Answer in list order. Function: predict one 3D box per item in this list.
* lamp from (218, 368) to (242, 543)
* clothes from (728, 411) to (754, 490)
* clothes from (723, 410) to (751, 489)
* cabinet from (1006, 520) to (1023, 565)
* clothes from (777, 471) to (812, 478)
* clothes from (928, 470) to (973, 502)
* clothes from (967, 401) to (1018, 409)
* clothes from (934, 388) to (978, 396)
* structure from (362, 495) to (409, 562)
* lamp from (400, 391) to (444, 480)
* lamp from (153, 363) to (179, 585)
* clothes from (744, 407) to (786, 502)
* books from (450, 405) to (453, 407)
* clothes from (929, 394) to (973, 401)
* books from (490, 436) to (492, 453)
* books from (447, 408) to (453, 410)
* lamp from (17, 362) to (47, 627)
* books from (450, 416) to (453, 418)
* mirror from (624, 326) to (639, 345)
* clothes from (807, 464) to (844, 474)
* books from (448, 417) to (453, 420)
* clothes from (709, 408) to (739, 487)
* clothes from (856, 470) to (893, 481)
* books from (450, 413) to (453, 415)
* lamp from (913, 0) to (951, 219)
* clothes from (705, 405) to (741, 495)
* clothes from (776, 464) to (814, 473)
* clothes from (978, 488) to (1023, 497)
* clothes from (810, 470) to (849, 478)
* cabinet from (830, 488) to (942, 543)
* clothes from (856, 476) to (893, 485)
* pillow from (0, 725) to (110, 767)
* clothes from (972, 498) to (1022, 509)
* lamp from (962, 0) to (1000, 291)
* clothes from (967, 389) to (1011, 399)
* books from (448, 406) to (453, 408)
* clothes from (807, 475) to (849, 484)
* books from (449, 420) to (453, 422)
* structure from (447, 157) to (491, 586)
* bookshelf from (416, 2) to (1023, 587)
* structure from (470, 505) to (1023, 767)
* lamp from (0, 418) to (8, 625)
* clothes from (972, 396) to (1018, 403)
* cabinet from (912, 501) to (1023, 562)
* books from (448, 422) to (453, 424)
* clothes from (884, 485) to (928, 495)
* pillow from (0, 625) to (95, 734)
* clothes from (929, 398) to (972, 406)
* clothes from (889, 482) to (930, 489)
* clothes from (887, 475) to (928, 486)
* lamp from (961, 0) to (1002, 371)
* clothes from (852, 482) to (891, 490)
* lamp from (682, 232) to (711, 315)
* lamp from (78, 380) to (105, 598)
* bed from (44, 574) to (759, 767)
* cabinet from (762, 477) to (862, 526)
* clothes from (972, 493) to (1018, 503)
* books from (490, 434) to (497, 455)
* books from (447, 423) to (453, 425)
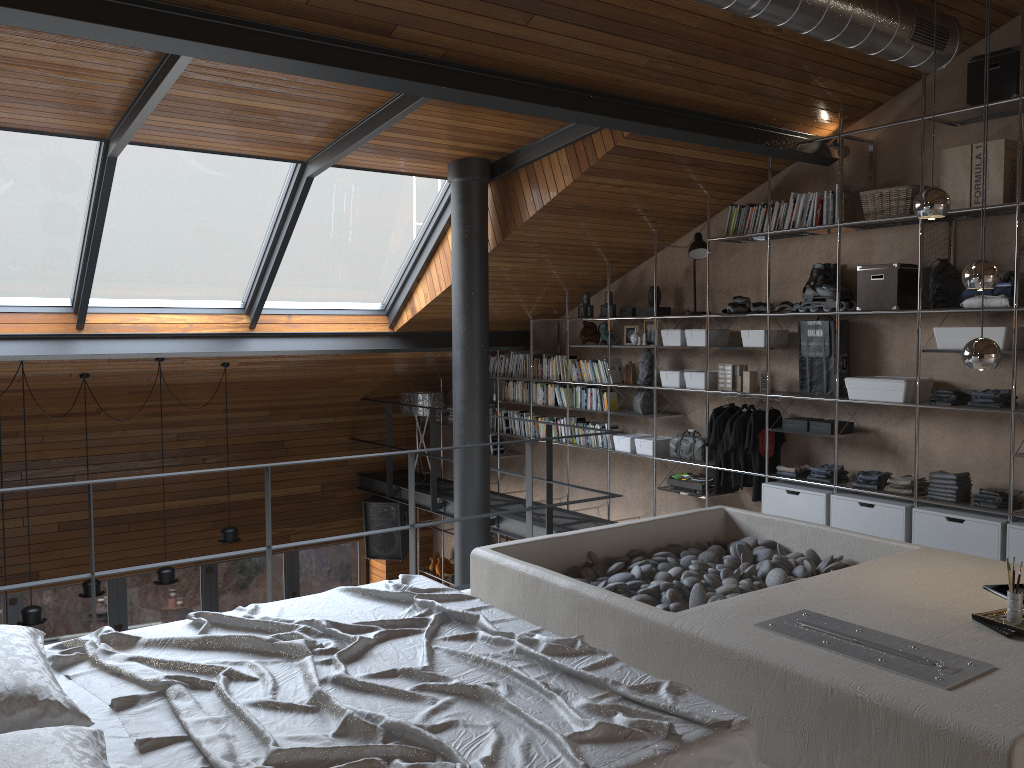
[{"bbox_3d":[-2.558,0.636,7.979,0.210,1.565,0.210,0,3,2],"label":"lamp"},{"bbox_3d":[1.783,0.491,6.652,0.488,0.586,0.074,-3,4,-43],"label":"clothes"},{"bbox_3d":[1.770,0.487,6.724,0.488,0.586,0.074,-3,4,-43],"label":"clothes"},{"bbox_3d":[3.100,1.066,4.892,0.435,0.561,0.527,-3,4,-35],"label":"cabinet"},{"bbox_3d":[2.049,0.632,6.364,0.248,0.043,0.190,-2,4,-27],"label":"clothes"},{"bbox_3d":[2.681,0.620,5.423,0.184,0.172,0.201,-3,4,-34],"label":"clothes"},{"bbox_3d":[2.843,0.111,5.224,0.243,0.045,0.208,-3,4,-36],"label":"clothes"},{"bbox_3d":[2.706,0.050,5.432,0.200,0.052,0.194,-3,4,-35],"label":"clothes"},{"bbox_3d":[-1.412,1.637,10.232,0.461,0.735,0.488,0,3,14],"label":"structure"},{"bbox_3d":[-0.979,0.591,9.666,0.475,1.002,0.475,-1,3,-12],"label":"lamp"},{"bbox_3d":[-2.953,0.732,7.505,0.210,1.911,0.210,0,3,2],"label":"lamp"},{"bbox_3d":[1.878,0.519,6.550,0.424,0.689,0.090,-3,4,-37],"label":"clothes"},{"bbox_3d":[-0.567,0.245,10.012,0.206,0.012,0.161,-3,4,-36],"label":"books"},{"bbox_3d":[2.703,0.080,5.450,0.215,0.047,0.191,-3,4,-36],"label":"clothes"},{"bbox_3d":[-0.168,0.637,9.386,0.131,0.205,0.051,-3,4,-36],"label":"books"},{"bbox_3d":[-0.574,0.278,10.002,0.268,0.025,0.176,-3,4,-36],"label":"books"},{"bbox_3d":[-3.739,0.838,6.840,0.210,2.034,0.210,0,3,2],"label":"lamp"},{"bbox_3d":[-0.559,0.367,9.999,0.234,0.016,0.182,-2,4,-31],"label":"books"},{"bbox_3d":[1.045,-0.423,7.711,0.130,0.168,0.069,1,4,24],"label":"mirror"},{"bbox_3d":[2.187,0.589,6.151,0.200,0.052,0.194,-3,4,-34],"label":"clothes"},{"bbox_3d":[-0.573,0.389,10.008,0.180,0.028,0.240,3,5,44],"label":"books"},{"bbox_3d":[1.674,0.483,6.805,0.488,0.586,0.074,-3,4,-43],"label":"clothes"},{"bbox_3d":[2.403,0.601,5.865,0.204,0.049,0.184,-3,4,-36],"label":"clothes"},{"bbox_3d":[-0.560,0.333,10.012,0.213,0.017,0.167,-3,4,-41],"label":"books"},{"bbox_3d":[1.803,-1.312,3.784,0.146,1.204,0.146,-1,3,-5],"label":"lamp"},{"bbox_3d":[1.663,0.503,6.849,0.424,0.689,0.090,-3,4,-37],"label":"clothes"},{"bbox_3d":[2.038,0.601,6.353,0.221,0.050,0.196,-3,4,-33],"label":"clothes"},{"bbox_3d":[2.874,0.639,5.237,0.200,0.052,0.194,-3,4,-35],"label":"clothes"},{"bbox_3d":[2.190,0.620,6.137,0.215,0.047,0.191,-3,4,-36],"label":"clothes"},{"bbox_3d":[2.443,1.016,5.811,0.435,0.561,0.527,-3,4,-35],"label":"cabinet"},{"bbox_3d":[2.387,0.631,5.859,0.203,0.053,0.198,-2,4,-32],"label":"clothes"},{"bbox_3d":[-0.963,0.847,1.683,0.502,0.176,0.837,-3,4,-35],"label":"pillow"},{"bbox_3d":[2.858,0.694,5.243,0.243,0.045,0.208,-3,4,-36],"label":"clothes"},{"bbox_3d":[2.024,-1.139,3.798,0.146,1.474,0.146,-1,3,-5],"label":"lamp"},{"bbox_3d":[2.827,0.056,5.225,0.200,0.052,0.194,-3,4,-34],"label":"clothes"},{"bbox_3d":[-0.582,0.258,10.007,0.231,0.012,0.159,-2,4,-31],"label":"books"},{"bbox_3d":[2.203,0.645,6.151,0.243,0.045,0.208,-3,4,-36],"label":"clothes"},{"bbox_3d":[-0.571,0.414,10.012,0.222,0.021,0.174,-3,4,-36],"label":"books"},{"bbox_3d":[-0.163,1.152,6.649,1.197,5.700,1.689,-3,4,-36],"label":"structure"},{"bbox_3d":[2.159,0.900,6.284,0.421,6.219,10.739,-3,4,-36],"label":"bookshelf"},{"bbox_3d":[0.205,0.912,3.109,4.614,1.120,2.634,-3,4,-36],"label":"structure"},{"bbox_3d":[-2.895,0.089,5.003,0.210,3.208,0.210,-1,3,-13],"label":"lamp"},{"bbox_3d":[2.830,0.087,5.210,0.215,0.047,0.191,-3,4,-36],"label":"clothes"},{"bbox_3d":[2.776,1.042,5.347,0.435,0.561,0.527,-3,4,-35],"label":"cabinet"},{"bbox_3d":[-0.570,0.433,10.009,0.234,0.016,0.182,-3,4,-41],"label":"books"},{"bbox_3d":[2.533,0.666,5.669,0.238,0.053,0.212,-3,4,-38],"label":"clothes"},{"bbox_3d":[-1.486,0.810,2.409,0.509,0.173,0.842,-3,4,-36],"label":"pillow"},{"bbox_3d":[2.691,0.104,5.439,0.243,0.045,0.208,-3,4,-36],"label":"clothes"},{"bbox_3d":[2.529,0.639,5.643,0.229,0.052,0.199,-2,4,-32],"label":"clothes"},{"bbox_3d":[2.528,0.612,5.655,0.212,0.047,0.187,-3,4,-35],"label":"clothes"},{"bbox_3d":[1.909,-0.938,3.568,0.146,1.771,0.146,-1,3,-10],"label":"lamp"},{"bbox_3d":[2.398,0.656,5.876,0.242,0.048,0.207,-3,4,-38],"label":"clothes"},{"bbox_3d":[1.474,-0.876,7.072,0.233,0.660,0.322,1,3,18],"label":"lamp"},{"bbox_3d":[-3.570,0.784,7.465,0.210,2.002,0.210,0,3,2],"label":"lamp"},{"bbox_3d":[-0.645,1.061,2.507,2.011,0.484,1.826,-3,4,-36],"label":"bed"},{"bbox_3d":[2.114,0.992,6.261,0.435,0.561,0.527,-3,4,-35],"label":"cabinet"},{"bbox_3d":[2.871,0.670,5.255,0.215,0.047,0.191,-3,4,-36],"label":"clothes"},{"bbox_3d":[-0.160,0.632,9.375,0.137,0.216,0.049,-3,4,-36],"label":"books"},{"bbox_3d":[-0.584,0.448,10.019,0.234,0.016,0.182,-3,4,-36],"label":"books"}]
